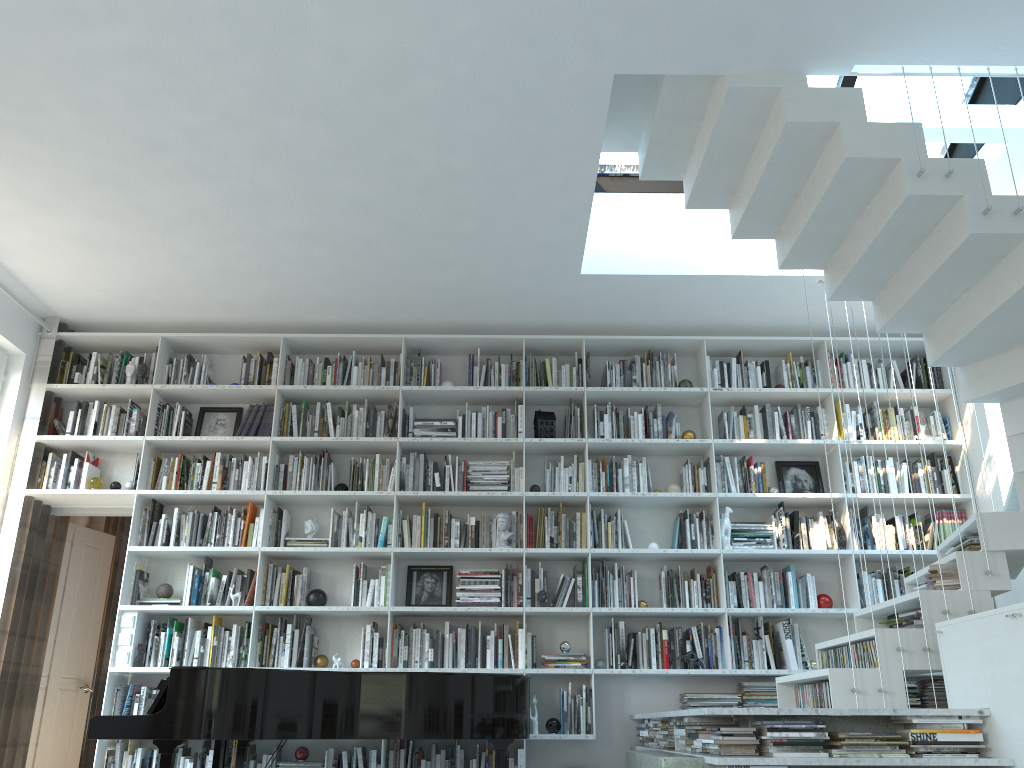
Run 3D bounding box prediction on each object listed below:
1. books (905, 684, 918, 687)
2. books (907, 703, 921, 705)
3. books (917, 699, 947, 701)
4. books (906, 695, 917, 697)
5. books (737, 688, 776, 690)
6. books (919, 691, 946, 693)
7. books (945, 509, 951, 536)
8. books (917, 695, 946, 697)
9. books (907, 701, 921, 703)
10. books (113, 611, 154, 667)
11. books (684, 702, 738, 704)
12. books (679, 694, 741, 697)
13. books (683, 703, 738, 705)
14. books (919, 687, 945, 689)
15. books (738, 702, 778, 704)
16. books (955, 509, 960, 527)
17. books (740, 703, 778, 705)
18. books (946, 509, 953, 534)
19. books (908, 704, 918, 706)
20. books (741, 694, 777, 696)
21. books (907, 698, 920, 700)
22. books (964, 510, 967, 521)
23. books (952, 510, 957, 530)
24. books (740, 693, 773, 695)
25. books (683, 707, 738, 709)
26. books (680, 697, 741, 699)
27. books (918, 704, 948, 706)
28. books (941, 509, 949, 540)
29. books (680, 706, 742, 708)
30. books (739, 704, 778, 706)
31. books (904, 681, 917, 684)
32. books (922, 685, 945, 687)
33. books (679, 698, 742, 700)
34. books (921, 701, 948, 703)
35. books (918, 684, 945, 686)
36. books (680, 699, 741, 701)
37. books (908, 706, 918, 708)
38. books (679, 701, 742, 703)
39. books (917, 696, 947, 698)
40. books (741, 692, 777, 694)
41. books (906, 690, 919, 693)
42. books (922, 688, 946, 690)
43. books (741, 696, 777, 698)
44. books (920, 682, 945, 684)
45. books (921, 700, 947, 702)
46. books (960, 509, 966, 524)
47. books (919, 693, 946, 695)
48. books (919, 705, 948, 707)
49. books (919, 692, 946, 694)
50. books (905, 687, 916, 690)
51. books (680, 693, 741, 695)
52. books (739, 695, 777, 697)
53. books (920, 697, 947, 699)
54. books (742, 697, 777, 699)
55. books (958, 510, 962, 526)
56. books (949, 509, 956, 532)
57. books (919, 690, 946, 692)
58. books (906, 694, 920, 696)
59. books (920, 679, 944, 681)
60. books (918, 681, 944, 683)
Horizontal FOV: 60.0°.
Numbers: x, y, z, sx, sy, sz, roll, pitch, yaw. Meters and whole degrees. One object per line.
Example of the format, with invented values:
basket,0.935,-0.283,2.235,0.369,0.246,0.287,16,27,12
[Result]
books,2.333,1.896,5.573,0.354,0.017,0.199,0,-21,2
books,2.329,1.998,5.537,0.359,0.009,0.202,1,-21,-1
books,2.731,1.975,5.545,0.327,0.008,0.208,-1,-21,2
books,2.331,1.956,5.547,0.315,0.009,0.200,1,-21,-3
books,1.569,1.911,5.558,0.285,0.005,0.160,1,-21,-3
books,2.732,1.935,5.566,0.328,0.008,0.208,-3,-21,8
books,2.868,0.998,5.900,0.018,0.292,0.170,0,-21,0
books,2.730,1.952,5.548,0.327,0.008,0.208,-1,-21,4
books,2.330,1.988,5.535,0.354,0.008,0.199,1,-21,-3
books,-2.382,1.619,5.590,0.106,0.338,0.308,0,-21,0
books,1.235,1.987,5.521,0.308,0.008,0.196,-1,-21,4
books,1.236,1.948,5.544,0.345,0.007,0.194,1,-21,-2
books,1.233,1.999,5.531,0.308,0.008,0.196,0,-21,0
books,2.729,1.908,5.568,0.285,0.009,0.160,-1,-21,2
books,1.568,1.988,5.526,0.285,0.007,0.160,2,-21,-4
books,2.940,0.997,5.896,0.018,0.292,0.170,0,-21,0
books,1.568,1.995,5.524,0.254,0.007,0.161,2,-21,-4
books,2.886,0.998,5.901,0.018,0.292,0.170,0,-21,0
books,2.329,2.005,5.531,0.320,0.009,0.203,1,-21,-2
books,1.565,1.947,5.547,0.285,0.005,0.160,1,-21,-2
books,2.331,1.972,5.541,0.354,0.008,0.199,-1,-21,2
books,2.995,0.999,5.901,0.018,0.292,0.170,0,-21,0
books,2.922,0.998,5.901,0.018,0.292,0.170,0,-21,0
books,1.565,1.943,5.551,0.254,0.005,0.161,1,-21,-1
books,1.231,2.018,5.518,0.308,0.008,0.196,0,-21,2
books,1.236,1.962,5.539,0.345,0.007,0.194,0,-21,2
books,2.731,2.004,5.538,0.368,0.007,0.206,0,-21,2
books,2.850,0.993,5.887,0.018,0.292,0.170,0,-21,0
books,1.233,2.011,5.521,0.345,0.007,0.194,1,-21,-2
books,1.569,2.003,5.526,0.285,0.007,0.160,0,-21,2
books,2.333,1.883,5.584,0.354,0.017,0.199,0,-21,0
books,2.729,1.899,5.570,0.254,0.009,0.161,-1,-21,3
books,1.236,1.966,5.528,0.345,0.007,0.194,2,-21,-5
books,2.730,1.988,5.537,0.368,0.007,0.206,-1,-21,3
books,2.729,1.894,5.581,0.285,0.009,0.160,0,-21,0
books,1.235,1.976,5.534,0.345,0.007,0.194,0,-21,2
books,2.329,2.015,5.531,0.320,0.009,0.203,1,-21,-1
books,1.235,1.981,5.529,0.345,0.007,0.194,1,-21,-3
books,2.731,1.960,5.548,0.327,0.008,0.208,-2,-21,5
books,1.565,1.938,5.553,0.285,0.005,0.160,0,-21,1
books,2.333,1.926,5.552,0.354,0.017,0.199,-1,-21,4
books,2.729,1.917,5.565,0.254,0.009,0.161,-1,-21,2
books,1.568,1.960,5.547,0.285,0.007,0.160,0,-21,0
books,2.729,1.885,5.582,0.254,0.009,0.161,1,-21,-1
books,2.731,1.982,5.543,0.327,0.008,0.208,-2,-21,6
books,2.977,0.995,5.891,0.018,0.292,0.170,0,-21,0
books,2.731,1.946,5.553,0.368,0.007,0.206,-1,-21,3
books,2.731,2.011,5.535,0.327,0.008,0.208,-3,-21,7
books,2.732,1.941,5.561,0.327,0.008,0.208,0,-21,2
books,2.333,1.911,5.561,0.315,0.018,0.200,2,-21,-4
books,1.236,1.941,5.547,0.345,0.007,0.194,0,-21,2
books,1.565,1.954,5.549,0.254,0.005,0.161,0,-21,0
books,2.731,1.969,5.551,0.368,0.007,0.206,-3,-21,7
books,1.568,1.965,5.543,0.285,0.007,0.160,0,-21,1
books,2.959,0.999,5.901,0.018,0.292,0.170,0,-21,0
books,2.904,0.997,5.897,0.018,0.292,0.170,0,-21,0
books,2.731,1.923,5.559,0.327,0.008,0.208,-1,-21,4
books,2.331,1.948,5.550,0.354,0.008,0.199,1,-21,-3
books,2.729,1.867,5.586,0.254,0.009,0.161,0,-21,2
books,2.729,1.878,5.588,0.285,0.009,0.160,0,-21,0
